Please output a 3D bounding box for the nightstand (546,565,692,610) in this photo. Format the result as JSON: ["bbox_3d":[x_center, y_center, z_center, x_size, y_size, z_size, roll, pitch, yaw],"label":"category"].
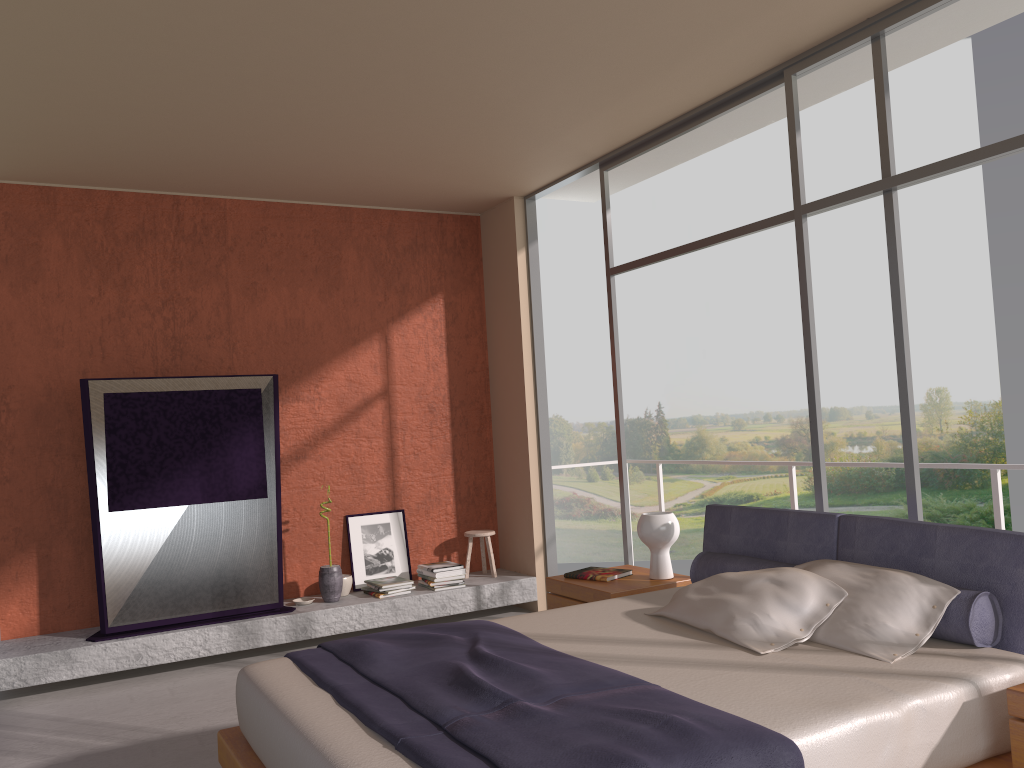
[{"bbox_3d":[0.597,1.318,4.756,0.562,0.556,0.628,-2,-3,-29],"label":"nightstand"}]

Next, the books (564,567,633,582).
[{"bbox_3d":[0.472,1.037,4.838,0.287,0.025,0.247,-6,-4,42],"label":"books"}]

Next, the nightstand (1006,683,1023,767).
[{"bbox_3d":[1.857,1.138,2.443,0.562,0.556,0.628,-2,-3,-29],"label":"nightstand"}]

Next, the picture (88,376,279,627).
[{"bbox_3d":[-2.050,0.706,5.658,1.129,1.496,0.126,-2,-3,-29],"label":"picture"}]

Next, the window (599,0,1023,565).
[{"bbox_3d":[2.136,-0.123,3.258,0.075,3.133,6.106,-2,-3,-29],"label":"window"}]

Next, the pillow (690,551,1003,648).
[{"bbox_3d":[1.282,0.856,3.663,0.205,0.201,1.470,-2,-3,-29],"label":"pillow"}]

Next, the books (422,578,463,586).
[{"bbox_3d":[-0.509,1.431,6.475,0.247,0.025,0.287,-2,-3,-18],"label":"books"}]

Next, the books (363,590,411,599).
[{"bbox_3d":[-0.888,1.480,6.318,0.247,0.025,0.287,-2,-3,-32],"label":"books"}]

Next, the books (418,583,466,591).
[{"bbox_3d":[-0.513,1.471,6.492,0.247,0.018,0.328,-2,-3,-27],"label":"books"}]

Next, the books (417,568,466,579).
[{"bbox_3d":[-0.519,1.372,6.496,0.247,0.038,0.319,-2,-3,-31],"label":"books"}]

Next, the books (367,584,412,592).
[{"bbox_3d":[-0.874,1.434,6.322,0.247,0.025,0.287,-2,-3,-26],"label":"books"}]

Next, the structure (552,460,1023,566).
[{"bbox_3d":[2.452,0.860,3.576,0.728,1.005,7.689,-2,-3,-29],"label":"structure"}]

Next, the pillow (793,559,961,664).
[{"bbox_3d":[1.235,0.834,3.328,0.400,0.265,0.791,-2,-3,-26],"label":"pillow"}]

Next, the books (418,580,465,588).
[{"bbox_3d":[-0.517,1.453,6.498,0.247,0.018,0.287,-2,-3,-29],"label":"books"}]

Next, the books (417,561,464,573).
[{"bbox_3d":[-0.523,1.341,6.503,0.247,0.025,0.287,-2,-3,-29],"label":"books"}]

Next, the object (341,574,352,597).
[{"bbox_3d":[-1.231,1.446,6.344,0.179,0.137,0.180,-3,-3,-16],"label":"object"}]

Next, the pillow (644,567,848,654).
[{"bbox_3d":[0.903,0.873,3.553,0.431,0.264,0.869,-2,-3,-21],"label":"pillow"}]

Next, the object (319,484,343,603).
[{"bbox_3d":[-1.271,1.102,6.155,0.165,0.810,0.165,-3,-3,-5],"label":"object"}]

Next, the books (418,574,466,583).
[{"bbox_3d":[-0.517,1.404,6.495,0.247,0.027,0.328,-2,-3,-27],"label":"books"}]

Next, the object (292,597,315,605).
[{"bbox_3d":[-1.432,1.503,6.099,0.152,0.040,0.152,-4,-3,6],"label":"object"}]

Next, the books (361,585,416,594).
[{"bbox_3d":[-0.882,1.457,6.333,0.247,0.018,0.328,-1,-4,-44],"label":"books"}]

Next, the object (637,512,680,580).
[{"bbox_3d":[0.779,0.853,4.684,0.224,0.338,0.224,-3,-3,-17],"label":"object"}]

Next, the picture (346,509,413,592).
[{"bbox_3d":[-0.988,1.234,6.609,0.458,0.550,0.117,-2,-3,-29],"label":"picture"}]

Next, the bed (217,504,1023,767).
[{"bbox_3d":[0.381,1.064,3.172,2.462,0.959,2.017,-2,-3,-29],"label":"bed"}]

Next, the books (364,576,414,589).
[{"bbox_3d":[-0.878,1.414,6.327,0.247,0.018,0.328,-2,-3,-32],"label":"books"}]

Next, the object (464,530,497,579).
[{"bbox_3d":[-0.227,1.308,6.819,0.260,0.349,0.257,-5,-3,31],"label":"object"}]
